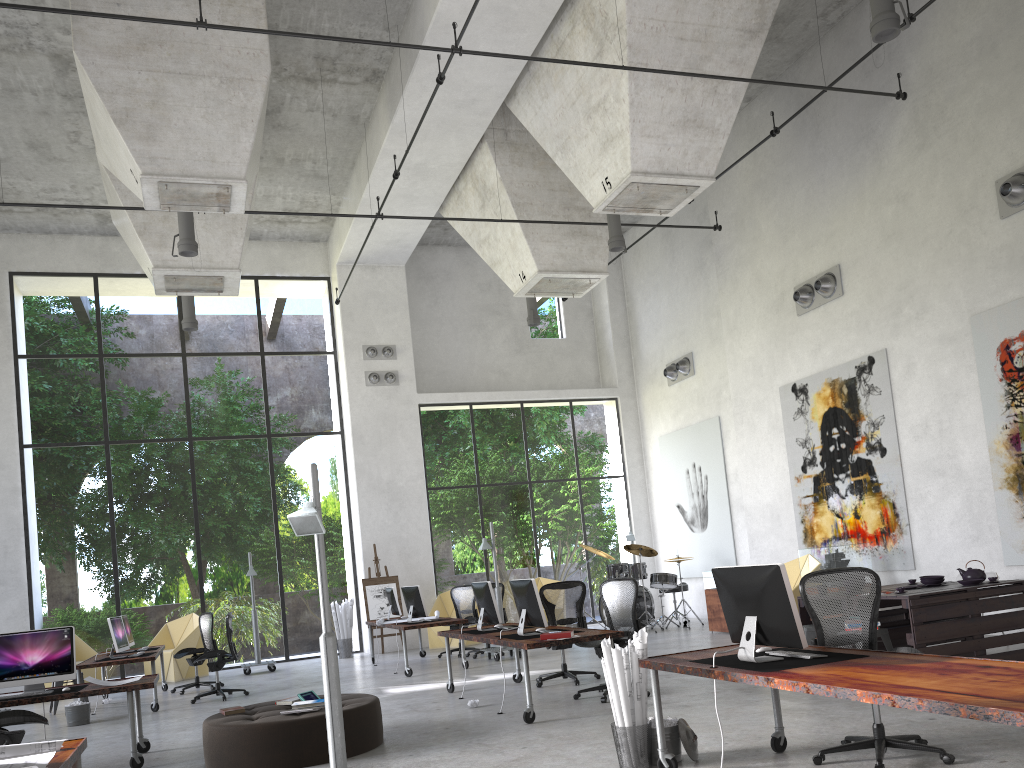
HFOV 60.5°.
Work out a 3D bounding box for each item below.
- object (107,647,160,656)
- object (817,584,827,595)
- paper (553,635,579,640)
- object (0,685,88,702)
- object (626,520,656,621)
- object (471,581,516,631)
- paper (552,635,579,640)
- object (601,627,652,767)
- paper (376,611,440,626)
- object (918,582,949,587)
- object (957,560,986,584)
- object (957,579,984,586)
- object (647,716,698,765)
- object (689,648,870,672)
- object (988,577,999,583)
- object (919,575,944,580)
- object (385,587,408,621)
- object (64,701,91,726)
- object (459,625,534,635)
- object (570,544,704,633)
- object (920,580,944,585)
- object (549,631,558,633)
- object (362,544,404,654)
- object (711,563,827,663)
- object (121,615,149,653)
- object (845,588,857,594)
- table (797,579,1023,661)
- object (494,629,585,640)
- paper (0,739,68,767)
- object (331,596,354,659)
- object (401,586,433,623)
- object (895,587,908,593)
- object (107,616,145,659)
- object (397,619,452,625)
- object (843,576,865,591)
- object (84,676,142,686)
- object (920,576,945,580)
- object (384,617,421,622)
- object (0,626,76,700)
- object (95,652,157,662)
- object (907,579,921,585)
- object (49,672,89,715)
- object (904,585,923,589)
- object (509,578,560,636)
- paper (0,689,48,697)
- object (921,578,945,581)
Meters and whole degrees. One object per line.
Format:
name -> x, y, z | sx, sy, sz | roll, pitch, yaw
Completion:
object -> -5.700, 4.036, 13.252 | 0.685, 0.008, 0.866 | -2, -12, -18
object -> 3.250, 2.147, 9.166 | 0.100, 0.108, 0.132 | -2, -10, -28
paper -> 0.448, 2.308, 7.985 | 0.291, 0.001, 0.213 | -8, -12, 12
object -> -4.190, 2.709, 7.646 | 0.846, 0.008, 0.702 | -2, -12, -18
object -> 2.604, 3.944, 18.523 | 0.582, 2.128, 0.600 | -7, -5, 15
object -> -0.221, 2.515, 9.992 | 0.376, 0.545, 0.728 | -4, -9, -18
paper -> 0.456, 2.306, 7.987 | 0.290, 0.001, 0.214 | -5, -12, -3
object -> 0.780, 2.082, 5.821 | 0.319, 0.926, 0.346 | -6, -5, -2
paper -> -1.667, 3.785, 14.222 | 1.073, 0.104, 0.995 | -4, -12, -10
object -> 4.248, 2.024, 8.859 | 0.296, 0.024, 0.300 | 5, -16, -42
object -> 4.549, 1.853, 8.661 | 0.211, 0.229, 0.222 | -3, -8, -22
object -> 4.404, 1.906, 8.435 | 0.229, 0.046, 0.233 | 5, -15, -42
object -> 1.052, 2.386, 5.911 | 0.400, 0.295, 0.297 | -10, -9, 23
object -> 1.524, 1.598, 5.097 | 0.685, 0.008, 0.866 | -2, -12, -18
object -> 4.628, 1.886, 8.454 | 0.117, 0.055, 0.138 | -12, -12, 30
object -> 4.238, 1.966, 8.869 | 0.228, 0.057, 0.233 | -2, -12, -20
object -> -1.932, 3.707, 14.859 | 0.376, 0.545, 0.728 | -4, -9, -18
object -> -5.426, 4.101, 10.978 | 0.294, 0.294, 0.405 | -2, -10, -26
object -> -0.189, 2.792, 9.972 | 0.685, 0.008, 0.866 | -2, -12, -18
object -> 2.464, 3.839, 16.983 | 1.878, 1.720, 3.025 | 0, -11, -35
object -> 4.243, 2.004, 8.860 | 0.231, 0.046, 0.231 | -12, -13, 29
object -> 0.397, 2.252, 7.977 | 0.151, 0.011, 0.011 | -15, -12, 38
object -> -2.479, 4.091, 16.722 | 0.692, 2.119, 0.694 | -4, -5, -19
object -> 1.493, 1.320, 5.118 | 0.376, 0.545, 0.728 | -4, -9, -18
object -> -5.732, 3.758, 13.273 | 0.376, 0.545, 0.728 | -4, -9, -18
object -> 3.443, 2.102, 8.916 | 0.137, 0.055, 0.118 | 2, -13, -34
table -> 4.046, 2.454, 8.855 | 1.501, 0.785, 1.634 | -2, -11, -20
object -> 0.263, 2.478, 8.687 | 0.685, 0.008, 0.866 | -2, -12, -18
paper -> -2.507, 1.700, 3.845 | 0.973, 0.104, 1.097 | 0, -13, -24
object -> -3.229, 4.696, 16.937 | 0.411, 1.195, 0.446 | -1, -7, -42
object -> -1.419, 3.349, 13.401 | 0.376, 0.546, 0.728 | -2, -10, -28
object -> 3.681, 1.957, 8.337 | 0.116, 0.055, 0.140 | 4, -15, -44
object -> -5.274, 3.437, 11.963 | 0.376, 0.545, 0.728 | -4, -9, -14
object -> -1.387, 3.627, 13.381 | 0.686, 0.008, 0.865 | 1, -13, -28
object -> 3.587, 2.073, 9.209 | 0.213, 0.211, 0.197 | -3, -8, -19
object -> -3.562, 2.637, 7.855 | 0.468, 0.085, 0.444 | -2, -12, -16
object -> 4.244, 1.976, 8.863 | 0.227, 0.062, 0.234 | -1, -12, -24
object -> -1.900, 3.985, 14.839 | 0.685, 0.008, 0.866 | -2, -12, -18
object -> -4.217, 2.431, 7.669 | 0.712, 0.547, 0.384 | -3, -7, -18
object -> -5.242, 3.715, 11.942 | 0.686, 0.008, 0.866 | -3, -12, -13
object -> 4.311, 2.122, 9.431 | 0.137, 0.055, 0.118 | -5, -10, -4
object -> -6.328, 4.404, 12.536 | 0.474, 0.525, 0.464 | -1, -9, -35
object -> 3.984, 2.035, 8.781 | 0.234, 0.019, 0.239 | 0, -13, -24
object -> 0.231, 2.200, 8.707 | 0.376, 0.545, 0.728 | -4, -9, -18
paper -> -4.421, 2.747, 7.744 | 0.484, 0.001, 0.437 | -4, -12, -9
object -> 4.242, 1.989, 8.859 | 0.228, 0.062, 0.233 | -1, -12, -24
